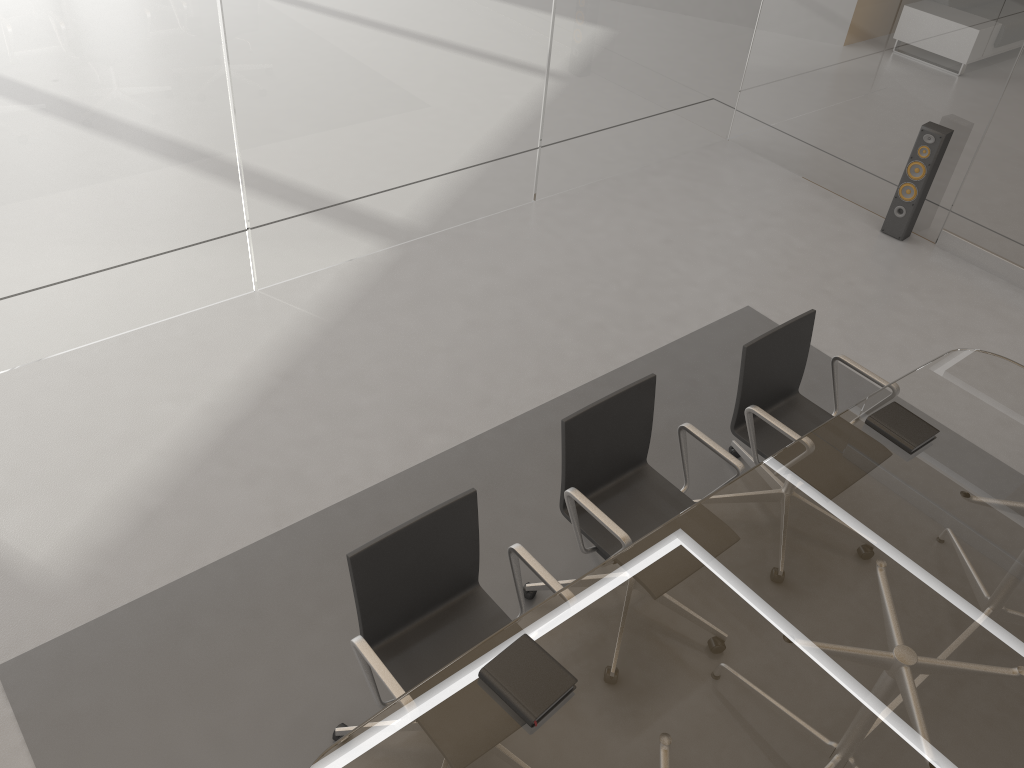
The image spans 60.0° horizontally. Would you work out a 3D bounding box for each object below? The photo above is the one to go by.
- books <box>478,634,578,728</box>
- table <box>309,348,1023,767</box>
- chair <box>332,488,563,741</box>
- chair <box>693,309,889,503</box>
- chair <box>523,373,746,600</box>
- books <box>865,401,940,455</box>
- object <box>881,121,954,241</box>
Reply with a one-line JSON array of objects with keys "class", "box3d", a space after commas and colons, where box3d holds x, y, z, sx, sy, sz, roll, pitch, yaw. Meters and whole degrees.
[{"class": "books", "box3d": [0.039, 0.717, 2.155, 0.164, 0.032, 0.183, -30, 51, -35]}, {"class": "table", "box3d": [1.009, 0.977, 2.553, 3.054, 0.721, 1.372, -24, 48, -31]}, {"class": "chair", "box3d": [-0.109, 0.834, 2.527, 0.710, 0.805, 0.731, 26, 44, 23]}, {"class": "chair", "box3d": [1.155, 0.249, 3.384, 0.710, 0.805, 0.731, 26, 44, 23]}, {"class": "chair", "box3d": [0.481, 0.500, 3.000, 0.710, 0.805, 0.731, 26, 44, 23]}, {"class": "books", "box3d": [1.317, 0.147, 2.996, 0.164, 0.032, 0.183, -23, 48, -30]}, {"class": "object", "box3d": [2.444, -1.217, 5.379, 0.124, 0.706, 0.152, -29, 51, -35]}]
